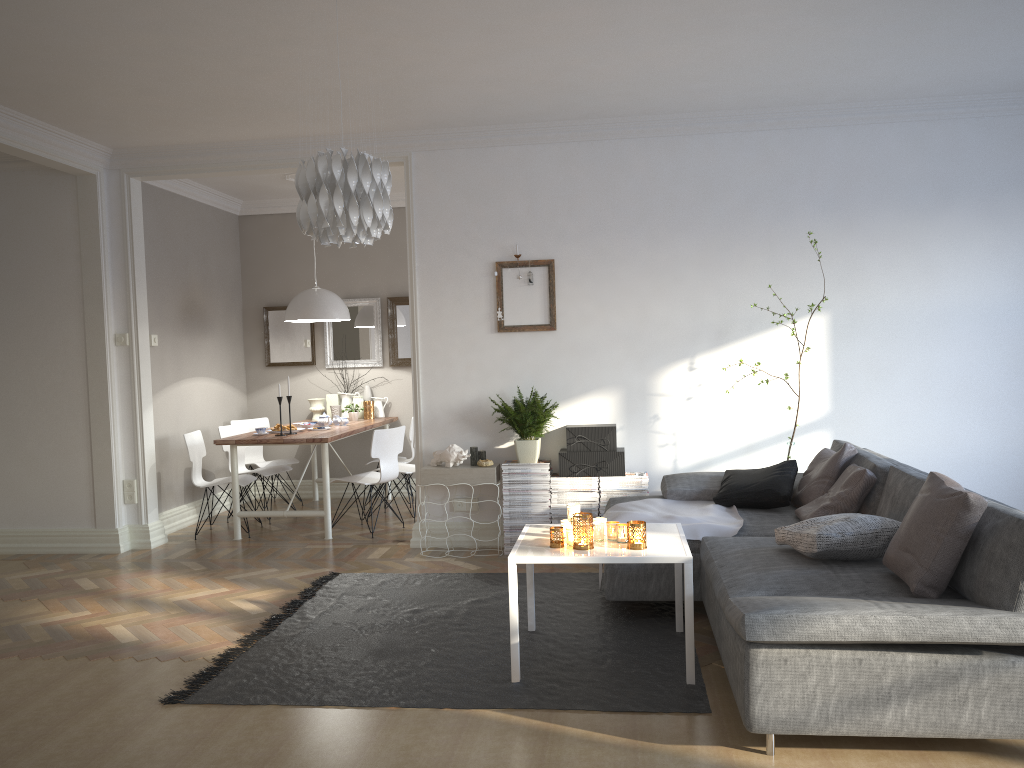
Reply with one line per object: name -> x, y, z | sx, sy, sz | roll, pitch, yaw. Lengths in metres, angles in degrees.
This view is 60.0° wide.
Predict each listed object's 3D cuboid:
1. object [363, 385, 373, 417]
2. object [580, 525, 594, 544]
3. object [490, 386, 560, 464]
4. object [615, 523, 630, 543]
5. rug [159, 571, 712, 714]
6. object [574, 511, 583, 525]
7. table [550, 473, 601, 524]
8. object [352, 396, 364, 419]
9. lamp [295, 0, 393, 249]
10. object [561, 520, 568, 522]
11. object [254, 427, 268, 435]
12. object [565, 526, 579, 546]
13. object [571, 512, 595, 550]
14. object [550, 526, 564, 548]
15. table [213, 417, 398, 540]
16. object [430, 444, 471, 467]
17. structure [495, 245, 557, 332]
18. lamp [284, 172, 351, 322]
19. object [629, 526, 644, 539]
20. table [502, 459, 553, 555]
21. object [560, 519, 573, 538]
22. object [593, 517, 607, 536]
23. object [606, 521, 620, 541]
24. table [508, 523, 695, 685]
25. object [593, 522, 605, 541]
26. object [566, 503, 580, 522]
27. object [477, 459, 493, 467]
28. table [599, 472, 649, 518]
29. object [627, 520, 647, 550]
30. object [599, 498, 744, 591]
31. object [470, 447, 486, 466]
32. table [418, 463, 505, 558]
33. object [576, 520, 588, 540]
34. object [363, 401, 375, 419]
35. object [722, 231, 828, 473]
object -> -1.333, 0.163, 8.190 | 0.091, 0.301, 0.091 | -4, 4, -39
object -> 0.314, 0.628, 3.690 | 0.060, 0.073, 0.060 | -2, 3, -4
object -> 0.086, 0.270, 5.749 | 0.438, 0.527, 0.368 | -1, 3, 7
object -> 0.462, 0.623, 3.698 | 0.060, 0.073, 0.060 | 0, 3, 32
rug -> -0.212, 1.155, 4.272 | 2.111, 0.055, 2.014 | -2, 2, 7
object -> 0.291, 0.616, 3.992 | 0.060, 0.079, 0.060 | -2, 3, 1
table -> 0.415, 0.841, 5.774 | 0.327, 0.499, 0.246 | -1, 3, 7
object -> -1.400, 0.215, 8.080 | 0.114, 0.209, 0.112 | -1, 3, 7
lamp -> -0.635, -1.049, 3.283 | 0.354, 1.066, 0.354 | -4, 4, -41
object -> 0.240, 0.623, 3.826 | 0.056, 0.067, 0.056 | -3, 3, -31
object -> -1.886, 0.356, 6.680 | 0.137, 0.056, 0.116 | 0, 3, 38
object -> 0.251, 0.631, 3.674 | 0.060, 0.073, 0.060 | -2, 3, -4
object -> 0.287, 0.599, 3.609 | 0.090, 0.140, 0.086 | -3, 3, -23
object -> 0.185, 0.631, 3.649 | 0.060, 0.079, 0.060 | -2, 3, -3
table -> -1.587, 0.728, 7.309 | 0.853, 0.751, 1.985 | -2, 2, 7
object -> -0.402, 0.466, 5.804 | 0.311, 0.150, 0.137 | 0, 3, 37
structure -> 0.087, -0.636, 5.868 | 0.398, 0.575, 0.053 | -2, 3, 4
lamp -> -1.611, -1.110, 7.238 | 0.530, 1.183, 0.529 | -1, 3, 14
object -> 0.515, 0.623, 3.656 | 0.060, 0.073, 0.060 | -3, 3, -31
table -> 0.108, 0.800, 5.810 | 0.321, 0.597, 0.246 | -1, 3, 7
object -> 0.240, 0.626, 3.826 | 0.060, 0.073, 0.060 | -2, 3, -13
object -> 0.383, 0.621, 3.845 | 0.060, 0.073, 0.060 | 0, 3, 32
object -> 0.429, 0.622, 3.754 | 0.060, 0.073, 0.060 | 0, 3, 32
table -> 0.386, 0.912, 3.790 | 0.715, 0.505, 0.674 | -2, 2, 7
object -> 0.363, 0.625, 3.749 | 0.060, 0.073, 0.060 | -4, 3, -37
object -> 0.265, 0.553, 3.806 | 0.060, 0.073, 0.060 | -1, 3, 23
object -> -0.171, 0.512, 5.758 | 0.099, 0.046, 0.104 | -3, 3, -37
table -> 0.727, 0.832, 5.736 | 0.327, 0.499, 0.246 | -1, 3, 7
object -> 0.504, 0.610, 3.582 | 0.080, 0.104, 0.080 | -2, 3, -3
object -> 0.815, 0.869, 4.632 | 0.725, 0.437, 0.811 | -2, 2, 5
object -> -0.226, 0.467, 5.844 | 0.123, 0.134, 0.062 | -4, 4, -42
table -> -0.324, 0.825, 5.826 | 0.553, 0.576, 0.298 | -1, 3, 8
object -> 0.299, 0.625, 3.795 | 0.060, 0.073, 0.060 | -2, 3, -13
object -> -1.296, 0.236, 8.030 | 0.095, 0.163, 0.095 | -4, 4, -43
object -> 1.571, -0.083, 5.312 | 0.775, 1.676, 0.340 | -4, 3, -34
